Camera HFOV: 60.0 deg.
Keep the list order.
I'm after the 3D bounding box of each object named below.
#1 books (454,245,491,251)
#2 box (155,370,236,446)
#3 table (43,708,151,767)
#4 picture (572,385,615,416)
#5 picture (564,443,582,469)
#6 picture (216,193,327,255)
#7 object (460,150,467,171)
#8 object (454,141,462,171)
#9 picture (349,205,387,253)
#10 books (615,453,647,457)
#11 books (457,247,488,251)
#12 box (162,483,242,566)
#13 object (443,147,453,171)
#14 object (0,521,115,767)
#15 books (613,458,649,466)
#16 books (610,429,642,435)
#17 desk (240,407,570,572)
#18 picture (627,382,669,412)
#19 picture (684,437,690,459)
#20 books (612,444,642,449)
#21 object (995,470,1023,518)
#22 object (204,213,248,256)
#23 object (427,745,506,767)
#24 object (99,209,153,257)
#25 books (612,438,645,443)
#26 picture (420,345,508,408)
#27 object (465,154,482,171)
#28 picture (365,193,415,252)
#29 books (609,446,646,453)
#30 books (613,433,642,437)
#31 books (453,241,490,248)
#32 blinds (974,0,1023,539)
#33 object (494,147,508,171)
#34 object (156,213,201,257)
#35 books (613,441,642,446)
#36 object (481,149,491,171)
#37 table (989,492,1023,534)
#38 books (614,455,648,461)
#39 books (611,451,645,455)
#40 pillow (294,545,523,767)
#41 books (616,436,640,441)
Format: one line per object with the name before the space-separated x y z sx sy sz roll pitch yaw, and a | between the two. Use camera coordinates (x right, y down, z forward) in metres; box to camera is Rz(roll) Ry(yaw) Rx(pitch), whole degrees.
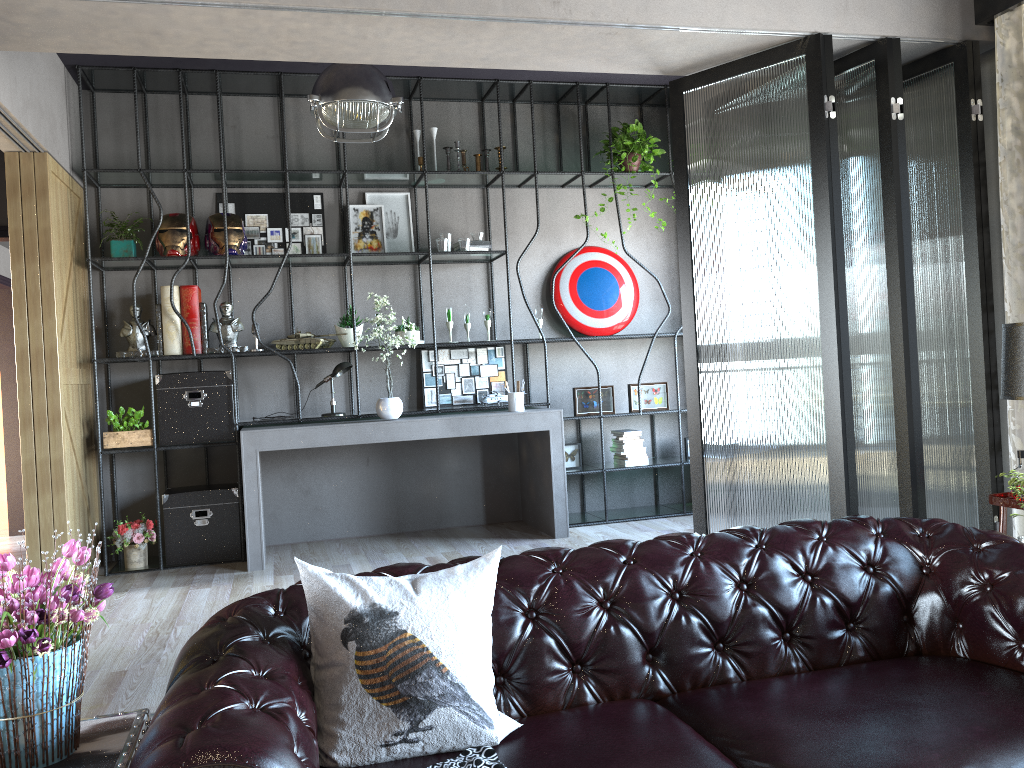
books | -0.297 -1.020 6.661 0.243 0.024 0.175 -3 1 -19
box | -2.140 0.155 6.046 0.489 0.481 0.374 -3 0 -15
table | -0.997 1.088 1.889 0.417 0.609 0.405 -3 0 -15
picture | 0.613 0.124 6.637 0.313 0.212 0.049 -3 0 -15
picture | 0.437 0.545 6.691 0.172 0.190 0.036 -3 0 -15
picture | -1.733 -1.136 6.414 0.749 0.503 0.058 -3 0 -15
object | -0.359 -1.636 6.642 0.080 0.226 0.080 -3 0 -42
object | -0.391 -1.640 6.457 0.100 0.243 0.100 -3 0 -6
picture | -1.066 -1.115 6.516 0.268 0.414 0.101 -3 0 -15
books | 0.907 0.536 6.799 0.175 0.023 0.249 -3 1 -14
books | -0.308 -0.996 6.657 0.166 0.024 0.227 -4 1 -36
box | -2.097 0.940 6.045 0.489 0.481 0.374 -3 0 -15
object | -0.466 -1.632 6.512 0.084 0.233 0.084 -3 0 12
object | -1.034 0.551 1.888 0.349 0.484 0.352 -3 0 16
books | 0.910 0.591 6.796 0.192 0.043 0.248 -3 1 -15
books | 0.875 0.367 6.801 0.159 0.024 0.201 -3 1 -25
desk | -0.763 0.678 6.239 2.130 0.886 0.844 -3 0 -15
picture | 1.039 0.098 6.751 0.313 0.212 0.048 -3 0 -15
picture | 1.428 0.500 6.977 0.137 0.165 0.032 -3 0 -15
books | 0.883 0.472 6.809 0.158 0.021 0.224 -3 1 -15
object | 1.754 0.443 2.928 0.270 0.363 0.297 -3 0 30
object | -1.959 -1.016 6.080 0.280 0.327 0.399 -3 0 -25
object | -0.124 1.103 1.268 0.562 0.569 1.699 -3 1 5
object | -2.602 -0.980 5.923 0.295 0.339 0.324 -3 0 31
books | 0.887 0.430 6.804 0.174 0.019 0.243 -3 1 -15
picture | -0.356 -0.058 6.730 0.665 0.447 0.051 -3 0 -15
object | -0.248 -1.603 6.505 0.189 0.152 0.189 -3 0 8
picture | -0.909 -1.175 6.603 0.332 0.515 0.119 -3 0 -15
books | 0.887 0.497 6.803 0.193 0.028 0.245 -3 1 -20
books | 0.884 0.388 6.809 0.155 0.020 0.205 -3 1 -15
books | -0.305 -1.046 6.653 0.225 0.029 0.179 -3 1 -23
blinds | 2.751 -0.334 2.494 0.200 2.974 3.410 -3 0 -15
object | -0.081 -1.653 6.565 0.130 0.232 0.130 -3 0 -37
object | -2.267 -0.998 5.997 0.280 0.327 0.399 -3 0 -10
books | 0.888 0.450 6.809 0.155 0.022 0.205 -3 1 -20
object | -0.186 -1.649 6.638 0.084 0.233 0.084 -3 0 -34
table | 2.304 0.824 3.436 0.438 0.732 0.803 -3 0 -19
books | 0.909 0.559 6.799 0.175 0.023 0.249 -3 1 -19
books | 0.889 0.518 6.804 0.192 0.014 0.255 -3 1 -12
pillow | -0.250 0.636 2.168 0.528 0.469 0.283 -3 0 -12
books | 0.888 0.409 6.796 0.162 0.023 0.231 -3 1 1
